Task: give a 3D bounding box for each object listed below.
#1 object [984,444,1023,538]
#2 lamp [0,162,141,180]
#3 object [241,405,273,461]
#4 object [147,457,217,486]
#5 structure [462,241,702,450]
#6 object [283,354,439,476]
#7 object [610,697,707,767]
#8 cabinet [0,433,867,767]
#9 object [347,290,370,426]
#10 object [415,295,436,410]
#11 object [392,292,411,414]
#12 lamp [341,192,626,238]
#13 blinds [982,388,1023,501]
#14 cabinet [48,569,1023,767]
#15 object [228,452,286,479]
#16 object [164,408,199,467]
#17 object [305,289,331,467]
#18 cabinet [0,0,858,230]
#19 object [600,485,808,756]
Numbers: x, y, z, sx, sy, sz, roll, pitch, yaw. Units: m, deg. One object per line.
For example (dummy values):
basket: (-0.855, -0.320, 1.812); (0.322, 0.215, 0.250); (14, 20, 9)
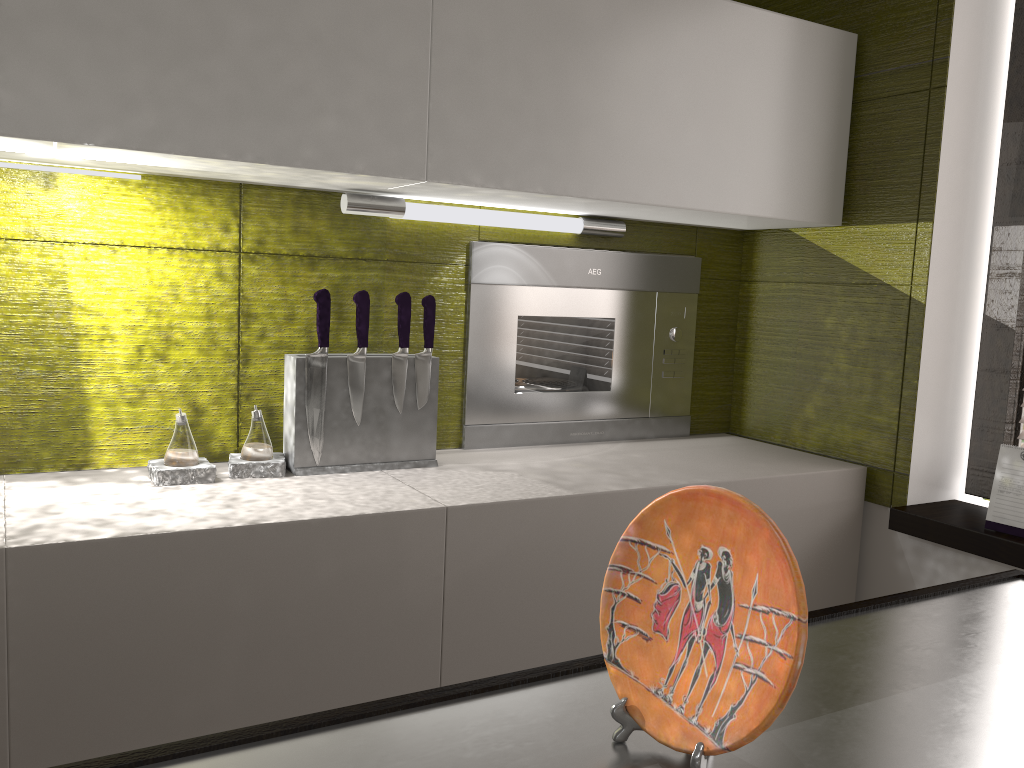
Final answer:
object: (1.006, 0.211, 1.745); (0.057, 0.169, 0.106); (-2, 8, -35)
lamp: (-0.821, -0.373, 1.533); (0.334, 0.008, 0.008); (-1, 7, -30)
object: (-0.481, 0.100, 1.674); (0.059, 0.121, 0.059); (6, 7, 27)
object: (-0.597, 0.158, 1.601); (0.107, 0.032, 0.107); (-1, 7, -29)
structure: (0.189, -0.086, 2.144); (0.663, 0.469, 0.015); (-1, 7, -30)
object: (-0.299, 0.056, 1.768); (0.293, 0.227, 0.107); (-1, 7, -30)
object: (0.126, 0.200, 0.628); (0.072, 0.131, 0.088); (-2, 8, -35)
cabinet: (-0.606, 0.724, 1.544); (2.940, 1.086, 0.465); (-1, 7, -30)
object: (-0.297, -0.049, 1.707); (0.042, 0.264, 0.013); (-1, 7, -30)
object: (-0.176, -0.063, 1.775); (0.040, 0.231, 0.013); (-1, 7, -30)
object: (-0.220, -0.061, 1.750); (0.036, 0.243, 0.013); (-1, 7, -30)
lamp: (-0.033, -0.364, 1.939); (0.716, 0.041, 0.095); (-1, 7, -30)
blinds: (2.625, -3.283, 5.108); (16.000, 12.704, 9.030); (4, 6, 9)
cabinet: (-0.508, 0.857, 0.155); (2.947, 1.134, 0.663); (-1, 7, -30)
object: (-0.483, 0.154, 1.680); (0.107, 0.032, 0.107); (0, 7, -18)
object: (-0.594, 0.103, 1.595); (0.059, 0.121, 0.059); (4, 7, 16)
object: (-0.368, -0.010, 1.672); (0.046, 0.339, 0.013); (-1, 7, -30)
cabinet: (-0.875, 0.215, 1.462); (3.471, 2.089, 0.724); (-1, 7, -30)
object: (0.128, 0.162, 0.625); (0.055, 0.178, 0.184); (-2, 8, -34)
